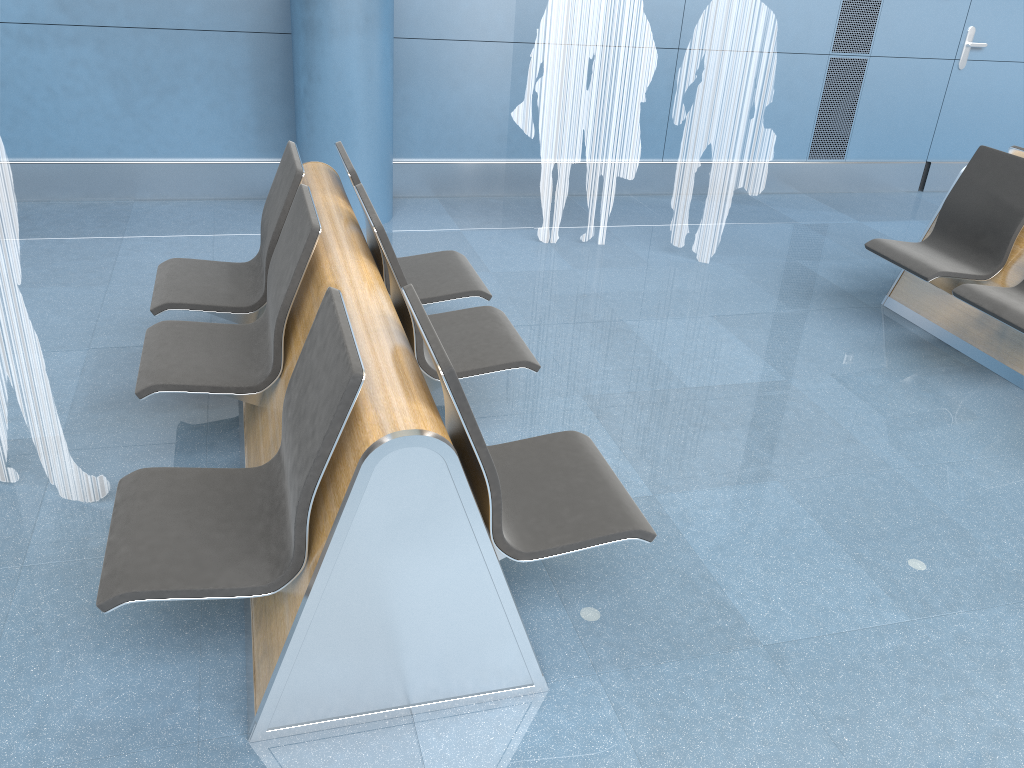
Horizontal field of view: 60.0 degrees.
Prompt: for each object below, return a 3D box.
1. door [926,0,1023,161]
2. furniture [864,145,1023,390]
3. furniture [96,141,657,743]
[{"bbox_3d":[4.004,-2.908,6.860,1.100,2.372,0.060,-4,28,-16],"label":"door"},{"bbox_3d":[2.740,-0.347,3.849,1.301,0.896,2.281,-4,28,-16],"label":"furniture"},{"bbox_3d":[-0.541,-0.113,2.910,1.301,0.896,2.281,-4,28,-16],"label":"furniture"}]
